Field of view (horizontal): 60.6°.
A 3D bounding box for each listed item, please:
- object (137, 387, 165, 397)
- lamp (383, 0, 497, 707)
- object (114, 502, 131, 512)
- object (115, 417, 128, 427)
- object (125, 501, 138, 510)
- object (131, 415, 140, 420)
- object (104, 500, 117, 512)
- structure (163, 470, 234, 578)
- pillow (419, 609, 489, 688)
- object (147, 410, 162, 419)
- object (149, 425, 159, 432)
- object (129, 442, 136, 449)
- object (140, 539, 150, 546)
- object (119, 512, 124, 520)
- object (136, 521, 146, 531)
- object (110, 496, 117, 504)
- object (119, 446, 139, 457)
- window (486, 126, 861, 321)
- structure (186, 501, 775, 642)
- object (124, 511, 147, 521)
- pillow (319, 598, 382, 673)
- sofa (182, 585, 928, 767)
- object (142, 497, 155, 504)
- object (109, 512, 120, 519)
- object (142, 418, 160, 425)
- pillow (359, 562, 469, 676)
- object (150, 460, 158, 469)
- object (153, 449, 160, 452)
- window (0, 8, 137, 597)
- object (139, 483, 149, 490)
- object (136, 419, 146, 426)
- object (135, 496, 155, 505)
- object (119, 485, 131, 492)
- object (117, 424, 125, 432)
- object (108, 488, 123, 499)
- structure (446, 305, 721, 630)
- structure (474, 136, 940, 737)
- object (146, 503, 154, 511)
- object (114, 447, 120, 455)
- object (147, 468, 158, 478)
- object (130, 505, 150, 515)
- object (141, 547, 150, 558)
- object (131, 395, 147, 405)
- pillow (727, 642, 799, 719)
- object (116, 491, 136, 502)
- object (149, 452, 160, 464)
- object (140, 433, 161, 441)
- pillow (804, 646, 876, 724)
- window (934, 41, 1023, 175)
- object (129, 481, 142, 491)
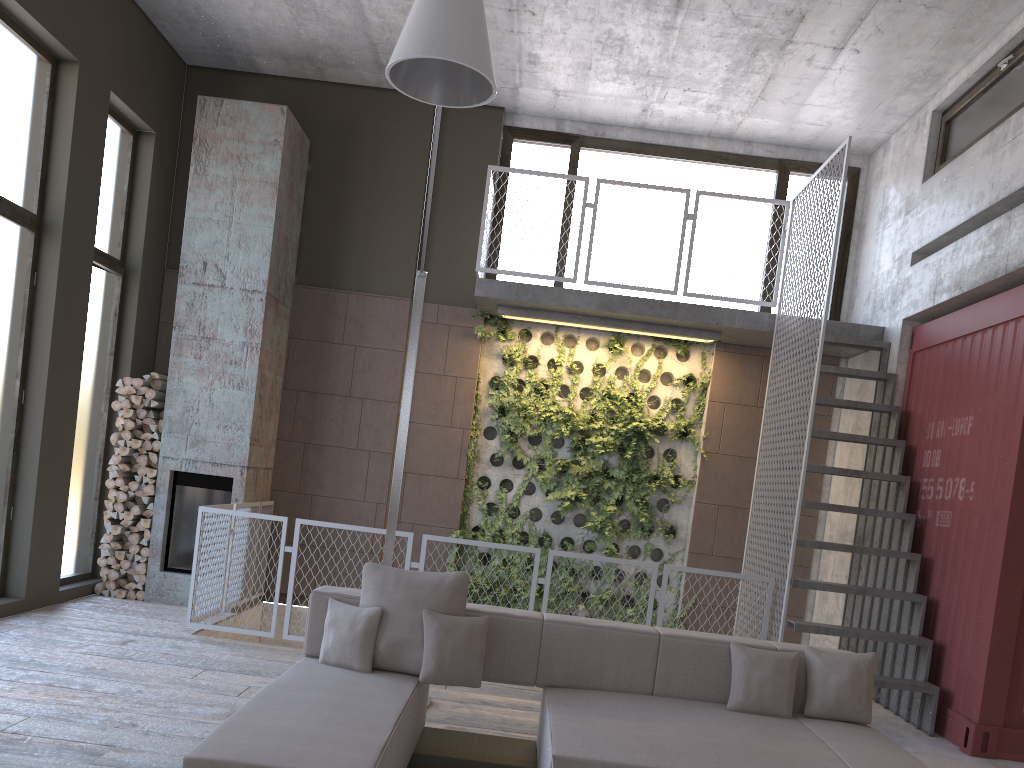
[{"bbox_3d":[-3.304,0.084,8.025,0.104,0.084,0.364,7,-6,1],"label":"object"},{"bbox_3d":[-0.509,0.233,4.658,0.759,3.426,2.621,7,-1,-11],"label":"lamp"},{"bbox_3d":[-3.554,1.137,8.142,0.092,0.093,0.439,7,-6,1],"label":"object"},{"bbox_3d":[-3.532,0.362,8.082,0.101,0.102,0.294,7,-5,3],"label":"object"},{"bbox_3d":[-3.475,1.134,8.167,0.101,0.086,0.364,7,-6,1],"label":"object"},{"bbox_3d":[-3.425,0.307,8.064,0.089,0.056,0.334,7,-6,1],"label":"object"},{"bbox_3d":[-3.645,1.127,8.101,0.088,0.108,0.367,7,-6,1],"label":"object"},{"bbox_3d":[-2.840,1.281,8.010,0.576,0.929,0.056,7,2,1],"label":"structure"},{"bbox_3d":[-0.289,1.339,4.426,0.379,0.373,0.168,8,0,-25],"label":"pillow"},{"bbox_3d":[-3.254,0.293,8.109,0.067,0.071,0.425,7,-6,1],"label":"object"},{"bbox_3d":[-3.239,0.426,8.099,0.067,0.084,0.427,7,-6,-1],"label":"object"},{"bbox_3d":[-3.387,0.567,8.090,0.115,0.079,0.437,7,-6,1],"label":"object"},{"bbox_3d":[-3.334,1.451,8.147,0.071,0.072,0.424,7,-6,1],"label":"object"},{"bbox_3d":[-3.527,1.220,8.139,0.067,0.067,0.424,7,-6,1],"label":"object"},{"bbox_3d":[-3.355,1.308,8.156,0.091,0.089,0.457,7,-6,1],"label":"object"},{"bbox_3d":[-3.602,1.057,8.026,0.045,0.072,0.252,7,-6,1],"label":"object"},{"bbox_3d":[-3.462,0.628,8.070,0.093,0.083,0.482,7,-6,1],"label":"object"},{"bbox_3d":[1.583,-1.479,8.805,3.565,1.755,0.109,7,2,1],"label":"window"},{"bbox_3d":[-0.243,1.778,7.663,4.426,0.935,1.935,7,-5,1],"label":"structure"},{"bbox_3d":[-3.451,1.219,8.135,0.093,0.083,0.482,7,-6,1],"label":"object"},{"bbox_3d":[-0.840,1.305,4.507,0.366,0.377,0.152,6,0,34],"label":"pillow"},{"bbox_3d":[0.342,1.526,3.471,2.996,0.785,3.026,7,-6,1],"label":"sofa"},{"bbox_3d":[-3.320,1.081,8.126,0.067,0.084,0.427,7,-6,-1],"label":"object"},{"bbox_3d":[-3.607,1.208,8.140,0.067,0.067,0.424,7,-6,1],"label":"object"},{"bbox_3d":[-3.266,0.355,8.085,0.122,0.067,0.365,7,-6,3],"label":"object"},{"bbox_3d":[-0.531,1.217,4.530,0.563,0.558,0.221,7,1,3],"label":"pillow"},{"bbox_3d":[-3.261,0.743,8.148,0.101,0.086,0.364,7,-6,1],"label":"object"},{"bbox_3d":[-3.202,0.581,8.084,0.101,0.102,0.294,7,-5,3],"label":"object"},{"bbox_3d":[-3.740,-0.758,3.561,0.209,4.155,9.243,7,-5,0],"label":"window"},{"bbox_3d":[-3.334,0.947,8.136,0.067,0.071,0.425,7,-6,1],"label":"object"},{"bbox_3d":[-3.369,0.356,8.091,0.064,0.074,0.361,7,-6,0],"label":"object"},{"bbox_3d":[-3.409,1.087,8.198,0.104,0.102,0.293,7,-5,1],"label":"object"},{"bbox_3d":[-3.505,0.961,8.091,0.089,0.056,0.334,7,-6,1],"label":"object"},{"bbox_3d":[-3.521,0.403,7.999,0.045,0.072,0.252,7,-6,1],"label":"object"},{"bbox_3d":[-3.612,1.016,8.109,0.101,0.102,0.294,7,-5,3],"label":"object"},{"bbox_3d":[0.711,1.010,8.647,2.627,3.827,1.002,7,2,1],"label":"structure"},{"bbox_3d":[1.347,0.389,7.499,3.683,4.321,3.038,7,0,1],"label":"structure"},{"bbox_3d":[-3.269,1.119,8.126,0.067,0.084,0.427,7,-6,-1],"label":"object"},{"bbox_3d":[-3.539,0.630,8.074,0.067,0.067,0.424,7,-6,1],"label":"object"},{"bbox_3d":[-3.237,0.828,8.116,0.093,0.083,0.482,7,-6,1],"label":"object"},{"bbox_3d":[-3.378,1.160,8.113,0.090,0.089,0.457,7,-6,3],"label":"object"},{"bbox_3d":[-3.319,1.550,8.161,0.091,0.092,0.439,7,-6,1],"label":"object"},{"bbox_3d":[-3.351,0.169,8.064,0.094,0.083,0.482,7,-6,1],"label":"object"},{"bbox_3d":[1.297,1.540,4.526,0.370,0.359,0.186,7,1,1],"label":"pillow"},{"bbox_3d":[-3.521,1.032,8.063,0.098,0.107,0.295,7,-5,3],"label":"object"},{"bbox_3d":[-3.234,0.691,8.077,0.088,0.108,0.367,7,-6,1],"label":"object"},{"bbox_3d":[-3.295,0.503,8.128,0.115,0.079,0.437,7,-6,1],"label":"object"},{"bbox_3d":[1.692,1.554,4.540,0.361,0.367,0.188,7,1,6],"label":"pillow"},{"bbox_3d":[3.482,-2.436,3.139,0.113,0.605,8.478,7,-6,2],"label":"window"},{"bbox_3d":[-3.405,0.945,8.108,0.091,0.089,0.457,7,-6,0],"label":"object"}]
